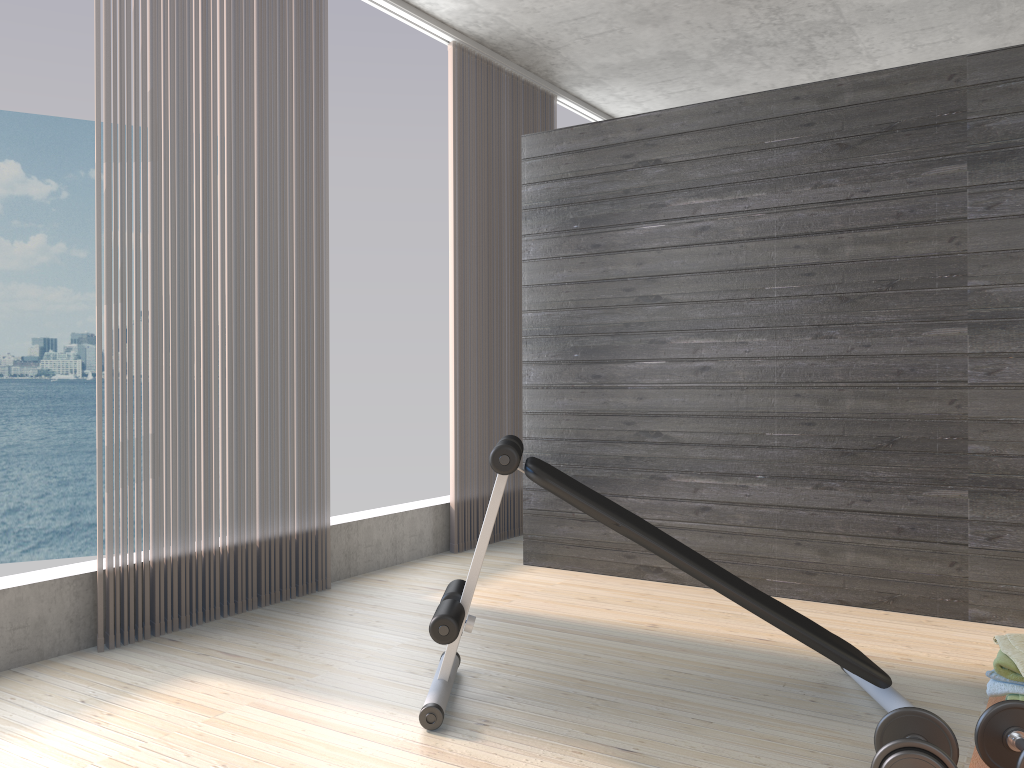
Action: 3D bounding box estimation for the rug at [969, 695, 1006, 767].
[{"bbox_3d":[1.051,0.904,1.387,0.716,0.002,2.779,0,0,33],"label":"rug"}]

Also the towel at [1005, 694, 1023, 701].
[{"bbox_3d":[1.563,0.855,2.431,0.367,0.081,0.380,0,0,30],"label":"towel"}]

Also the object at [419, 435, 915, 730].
[{"bbox_3d":[0.419,0.530,2.539,1.312,0.746,0.505,0,0,2],"label":"object"}]

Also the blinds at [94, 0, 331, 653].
[{"bbox_3d":[-1.124,-0.462,3.495,0.069,2.744,1.133,0,0,33],"label":"blinds"}]

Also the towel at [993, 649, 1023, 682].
[{"bbox_3d":[1.561,0.793,2.479,0.371,0.085,0.376,0,0,38],"label":"towel"}]

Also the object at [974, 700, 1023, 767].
[{"bbox_3d":[1.140,0.809,1.929,0.176,0.176,0.385,0,0,4],"label":"object"}]

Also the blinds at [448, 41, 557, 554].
[{"bbox_3d":[-0.025,-0.470,5.206,0.069,2.744,1.133,0,0,33],"label":"blinds"}]

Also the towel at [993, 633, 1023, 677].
[{"bbox_3d":[1.564,0.738,2.452,0.373,0.123,0.384,0,0,17],"label":"towel"}]

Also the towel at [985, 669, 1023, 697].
[{"bbox_3d":[1.555,0.829,2.454,0.383,0.078,0.383,0,0,-40],"label":"towel"}]

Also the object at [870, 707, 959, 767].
[{"bbox_3d":[0.874,0.820,1.919,0.176,0.176,0.385,0,0,24],"label":"object"}]
